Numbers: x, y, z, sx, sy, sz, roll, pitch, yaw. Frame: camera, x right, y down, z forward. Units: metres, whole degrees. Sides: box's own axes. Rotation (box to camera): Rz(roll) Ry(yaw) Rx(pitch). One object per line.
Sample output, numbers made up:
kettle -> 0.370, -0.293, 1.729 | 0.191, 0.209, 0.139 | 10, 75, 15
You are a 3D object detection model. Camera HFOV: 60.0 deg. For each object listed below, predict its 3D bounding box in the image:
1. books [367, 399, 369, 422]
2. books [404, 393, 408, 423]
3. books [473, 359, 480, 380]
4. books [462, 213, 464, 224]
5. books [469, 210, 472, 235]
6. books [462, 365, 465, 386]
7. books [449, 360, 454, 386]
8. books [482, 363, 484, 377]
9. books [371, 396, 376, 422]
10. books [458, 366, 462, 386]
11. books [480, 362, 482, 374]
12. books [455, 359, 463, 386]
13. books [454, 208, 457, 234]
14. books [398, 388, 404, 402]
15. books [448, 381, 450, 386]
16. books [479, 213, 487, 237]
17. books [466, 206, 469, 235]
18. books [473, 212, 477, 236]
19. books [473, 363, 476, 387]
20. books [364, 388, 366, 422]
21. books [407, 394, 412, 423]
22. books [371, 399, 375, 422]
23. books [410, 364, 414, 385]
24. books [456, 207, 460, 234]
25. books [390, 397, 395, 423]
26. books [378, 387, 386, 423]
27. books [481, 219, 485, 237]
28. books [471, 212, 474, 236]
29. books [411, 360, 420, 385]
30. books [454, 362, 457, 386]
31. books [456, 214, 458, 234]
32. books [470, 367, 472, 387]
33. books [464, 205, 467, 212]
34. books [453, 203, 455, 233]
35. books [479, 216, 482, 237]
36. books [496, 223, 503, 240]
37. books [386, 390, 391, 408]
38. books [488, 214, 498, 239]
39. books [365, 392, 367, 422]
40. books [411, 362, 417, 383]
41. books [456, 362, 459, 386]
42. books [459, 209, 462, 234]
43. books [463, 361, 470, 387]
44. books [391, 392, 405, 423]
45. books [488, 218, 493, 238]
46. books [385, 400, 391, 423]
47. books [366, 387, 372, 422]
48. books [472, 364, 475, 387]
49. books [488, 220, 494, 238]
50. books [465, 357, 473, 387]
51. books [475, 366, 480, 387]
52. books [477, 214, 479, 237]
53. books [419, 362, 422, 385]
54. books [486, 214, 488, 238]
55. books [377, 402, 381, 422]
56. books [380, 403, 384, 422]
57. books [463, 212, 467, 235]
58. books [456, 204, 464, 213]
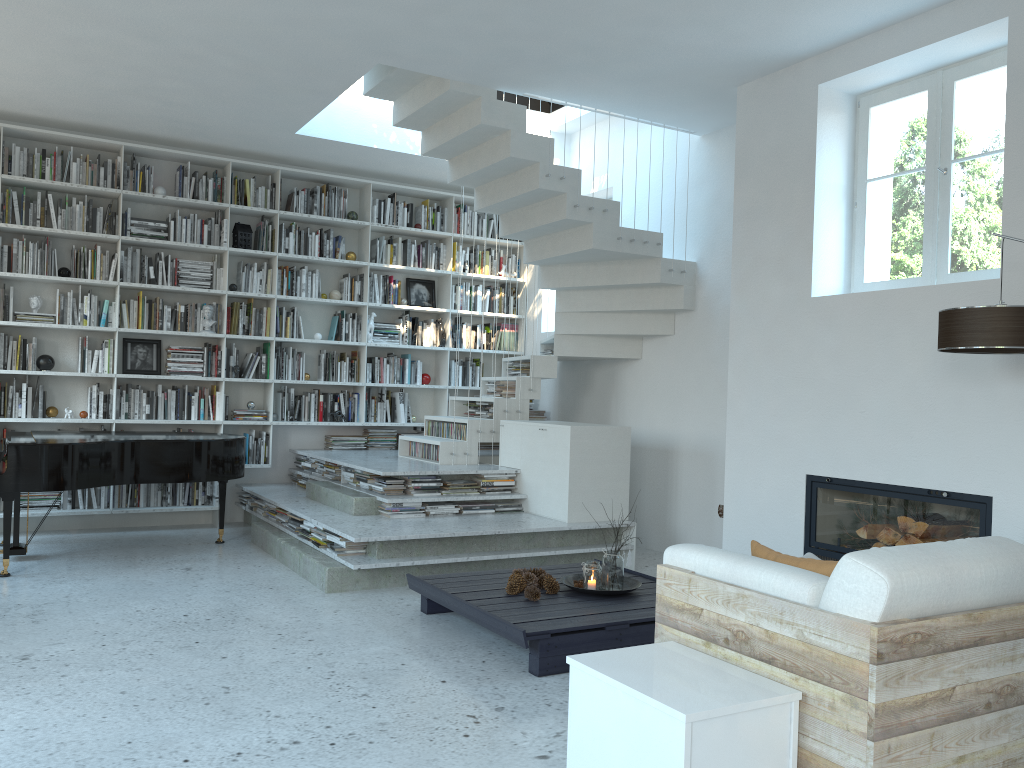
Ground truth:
books -> -1.381, 0.251, 8.363 | 0.033, 0.213, 0.140 | 2, 0, -30
books -> -1.048, 0.226, 8.525 | 0.025, 0.287, 0.160 | 2, 0, -30
books -> -0.367, -0.112, 8.913 | 0.011, 0.284, 0.161 | 2, 0, -30
books -> -0.528, -1.562, 8.778 | 0.022, 0.229, 0.174 | 2, 0, -30
books -> -0.451, -1.582, 8.843 | 0.027, 0.275, 0.148 | 2, 0, -30
books -> -0.511, -0.079, 8.840 | 0.025, 0.208, 0.149 | 2, 0, -30
books -> -0.621, -0.106, 8.758 | 0.024, 0.252, 0.175 | 2, 0, -30
books -> -0.331, -0.088, 8.943 | 0.013, 0.240, 0.166 | 2, 0, -30
books -> -1.318, 0.238, 8.373 | 0.015, 0.243, 0.156 | 2, 0, -30
books -> -0.550, -0.078, 8.804 | 0.029, 0.201, 0.172 | 2, 0, -30
books -> -0.343, -0.096, 8.940 | 0.012, 0.254, 0.161 | 2, 0, -30
books -> -0.535, -0.110, 8.833 | 0.024, 0.267, 0.133 | 2, 0, -30
books -> -0.596, -1.587, 8.754 | 0.022, 0.275, 0.160 | 2, 0, -30
books -> -1.074, 0.206, 8.535 | 0.012, 0.326, 0.136 | 2, 0, -30
books -> -0.676, -0.119, 8.744 | 0.085, 0.278, 0.159 | 2, 0, -30
books -> -0.296, -1.580, 8.939 | 0.012, 0.285, 0.159 | 2, 0, -30
books -> -0.475, -1.598, 8.818 | 0.012, 0.306, 0.184 | 2, 0, -30
books -> -0.407, -1.574, 8.864 | 0.029, 0.264, 0.179 | 2, 0, -30
books -> -0.411, -0.092, 8.910 | 0.027, 0.242, 0.131 | 2, 0, -30
books -> -1.405, 0.188, 8.332 | 0.014, 0.337, 0.132 | 2, 0, -30
books -> -1.015, 0.234, 8.555 | 0.062, 0.274, 0.148 | 2, 0, -30
books -> -1.340, 0.252, 8.373 | 0.023, 0.214, 0.163 | 2, 0, -30
books -> -0.993, -0.095, 8.548 | 0.030, 0.201, 0.189 | 2, 0, -30
books -> -0.557, -1.591, 8.772 | 0.013, 0.286, 0.150 | 2, 0, -30
books -> -1.166, 0.246, 8.466 | 0.031, 0.239, 0.171 | 2, 0, -30
books -> -1.236, 0.196, 8.421 | 0.014, 0.333, 0.168 | 2, 0, -30
books -> -0.318, -1.543, 8.919 | 0.026, 0.208, 0.163 | 2, 0, -30
books -> -0.428, -1.573, 8.851 | 0.022, 0.259, 0.163 | 2, 0, -30
books -> -0.940, -0.110, 8.585 | 0.025, 0.235, 0.181 | 2, 0, -30
books -> -0.599, -0.097, 8.780 | 0.037, 0.236, 0.153 | 2, 0, -30
books -> -0.582, -1.560, 8.775 | 0.025, 0.223, 0.136 | 2, 0, -30
books -> -0.454, -0.074, 8.875 | 0.027, 0.201, 0.164 | 2, 0, -30
books -> -0.492, -1.609, 8.825 | 0.012, 0.326, 0.151 | 2, 0, -30
books -> -0.612, -1.607, 8.729 | 0.011, 0.313, 0.172 | 2, 0, -30
books -> -0.350, -1.559, 8.896 | 0.025, 0.237, 0.143 | 2, 0, -30
books -> -0.145, -1.529, 8.998 | 0.024, 0.193, 0.186 | 2, 0, -30
books -> -1.191, 0.213, 8.472 | 0.010, 0.304, 0.131 | 2, 0, -30
books -> -0.197, -1.573, 8.998 | 0.069, 0.277, 0.131 | 2, 0, -30
books -> -1.395, 0.213, 8.341 | 0.015, 0.287, 0.138 | 2, 0, -30
books -> -0.972, -0.102, 8.578 | 0.037, 0.218, 0.139 | 2, 0, -30
books -> -0.574, -0.099, 8.796 | 0.022, 0.242, 0.151 | 2, 0, -30
books -> -0.540, -1.582, 8.767 | 0.012, 0.269, 0.184 | 2, 0, -30
books -> -0.475, -0.099, 8.830 | 0.027, 0.248, 0.184 | 2, 0, -30
books -> -1.098, 0.222, 8.456 | 0.075, 0.291, 0.255 | 2, 0, -30
books -> -0.228, -1.553, 8.984 | 0.010, 0.235, 0.131 | 2, 0, -30
books -> -1.209, 0.255, 8.438 | 0.052, 0.217, 0.184 | 2, 0, -30
books -> -1.359, 0.195, 8.373 | 0.013, 0.327, 0.130 | 2, 0, -30
books -> -0.421, -0.087, 8.886 | 0.014, 0.230, 0.172 | 2, 0, -30
books -> -0.251, -1.542, 8.956 | 0.057, 0.212, 0.163 | 2, 0, -30
books -> -0.435, -0.121, 8.885 | 0.013, 0.297, 0.141 | 2, 0, -30
books -> -0.377, -0.073, 8.898 | 0.021, 0.205, 0.174 | 2, 0, -30
books -> -0.377, -1.566, 8.891 | 0.027, 0.249, 0.154 | 2, 0, -30
books -> -0.919, -0.103, 8.599 | 0.027, 0.223, 0.170 | 2, 0, -30
books -> -0.283, -1.569, 8.941 | 0.015, 0.263, 0.143 | 2, 0, -30
books -> -1.284, 0.267, 8.407 | 0.030, 0.188, 0.140 | 2, 0, -30
books -> -1.256, 0.270, 8.415 | 0.024, 0.185, 0.149 | 2, 0, -30
books -> -0.501, -1.568, 8.803 | 0.023, 0.244, 0.182 | 2, 0, -30
books -> -0.522, -1.612, 8.806 | 0.014, 0.331, 0.143 | 2, 0, -30
